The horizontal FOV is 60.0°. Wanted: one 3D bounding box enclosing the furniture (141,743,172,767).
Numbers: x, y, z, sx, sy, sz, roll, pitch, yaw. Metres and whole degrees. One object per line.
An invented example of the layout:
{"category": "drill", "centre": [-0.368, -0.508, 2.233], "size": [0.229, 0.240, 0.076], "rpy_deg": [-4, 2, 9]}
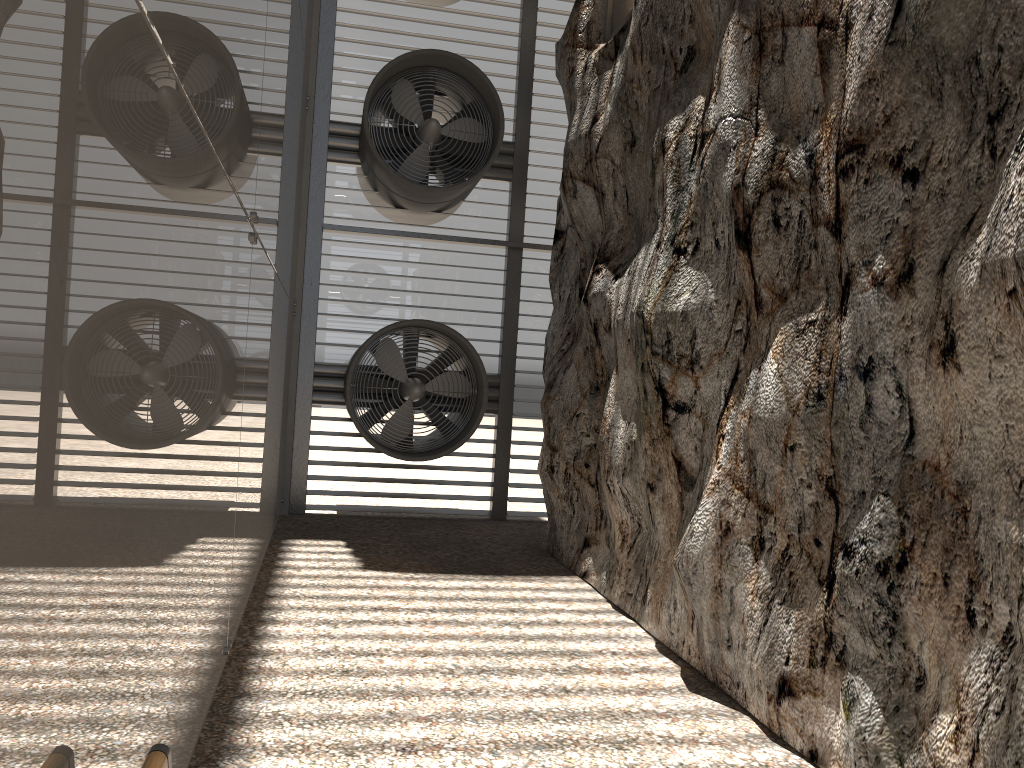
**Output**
{"category": "furniture", "centre": [-0.516, 1.303, 1.344], "size": [0.595, 0.796, 2.153], "rpy_deg": [4, 0, -12]}
